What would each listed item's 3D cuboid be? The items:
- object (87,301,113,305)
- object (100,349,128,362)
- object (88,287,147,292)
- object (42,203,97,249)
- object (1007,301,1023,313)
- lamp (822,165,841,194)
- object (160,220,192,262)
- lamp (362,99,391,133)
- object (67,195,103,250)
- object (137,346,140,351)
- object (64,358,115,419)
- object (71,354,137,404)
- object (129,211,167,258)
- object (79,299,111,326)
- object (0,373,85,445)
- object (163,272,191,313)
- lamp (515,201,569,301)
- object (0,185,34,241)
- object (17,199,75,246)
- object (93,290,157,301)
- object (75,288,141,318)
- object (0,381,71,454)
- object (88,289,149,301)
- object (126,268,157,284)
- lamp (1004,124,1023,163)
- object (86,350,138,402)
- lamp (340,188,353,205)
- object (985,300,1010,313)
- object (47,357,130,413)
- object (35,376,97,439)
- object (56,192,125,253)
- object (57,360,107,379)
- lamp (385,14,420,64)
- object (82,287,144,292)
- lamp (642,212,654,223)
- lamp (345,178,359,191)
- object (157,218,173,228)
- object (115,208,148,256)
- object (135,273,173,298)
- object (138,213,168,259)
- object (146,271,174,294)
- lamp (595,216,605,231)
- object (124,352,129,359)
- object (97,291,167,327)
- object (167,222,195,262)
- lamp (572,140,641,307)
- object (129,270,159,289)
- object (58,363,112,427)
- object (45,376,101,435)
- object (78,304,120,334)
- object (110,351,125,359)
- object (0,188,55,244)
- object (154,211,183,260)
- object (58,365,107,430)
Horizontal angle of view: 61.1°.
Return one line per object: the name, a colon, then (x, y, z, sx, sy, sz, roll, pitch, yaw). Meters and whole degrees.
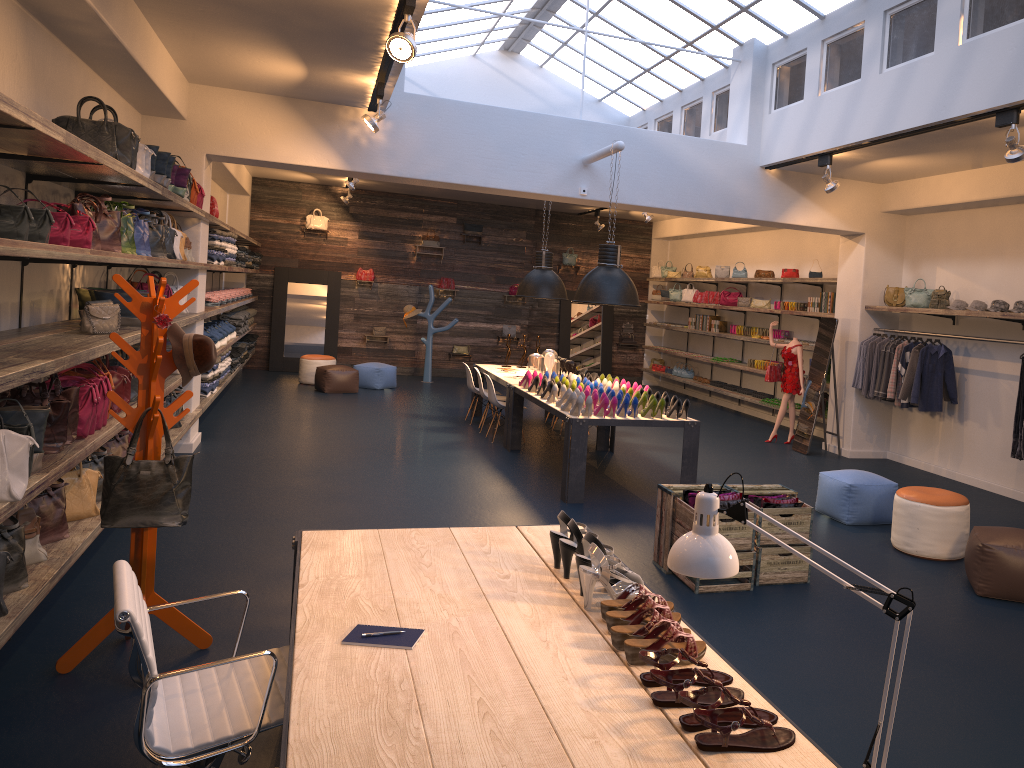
object: (-2.546, -0.423, 5.353, 0.103, 0.175, 0.271, 4, 5, 5)
object: (-2.717, -0.108, 5.916, 0.453, 0.385, 0.181, 2, 3, -25)
object: (-3.057, -0.619, 6.688, 0.451, 0.235, 0.164, 1, 4, -35)
object: (-2.324, -0.817, 4.493, 0.214, 0.242, 0.252, 5, 4, 9)
object: (5.216, -0.788, 8.904, 0.244, 0.136, 0.172, 5, 4, 2)
lamp: (3.385, -2.171, 9.263, 0.234, 0.327, 0.186, 5, 3, 11)
object: (-3.080, -1.291, 7.811, 0.168, 0.366, 0.407, 5, 4, 27)
lamp: (-1.214, -2.358, 7.668, 0.166, 0.327, 0.260, 6, 4, 43)
object: (-2.353, -0.882, 4.751, 0.202, 0.304, 0.349, 3, 4, -27)
object: (-2.804, -0.136, 6.503, 0.314, 0.308, 0.167, 8, 4, 41)
object: (-2.460, 0.028, 4.987, 0.202, 0.361, 0.266, 6, 4, 36)
object: (-2.600, -0.050, 5.451, 0.449, 0.385, 0.182, 3, 3, -20)
object: (-2.639, -1.073, 6.195, 0.200, 0.338, 0.407, 6, 5, 40)
object: (-2.676, -0.459, 5.601, 0.103, 0.175, 0.272, 5, 5, 7)
object: (-2.295, 0.117, 4.235, 0.361, 0.355, 0.154, 3, 3, -19)
object: (-3.170, -0.847, 8.027, 0.180, 0.385, 0.454, 5, 4, 29)
lamp: (0.435, -1.925, 11.216, 0.667, 1.643, 0.734, 5, 2, 20)
object: (-2.392, -0.789, 4.021, 0.317, 0.275, 0.126, 2, 3, -34)
object: (-2.353, -0.801, 4.319, 0.213, 0.242, 0.254, 5, 4, 12)
object: (-2.705, -0.532, 6.093, 0.452, 0.231, 0.164, 0, 5, -43)
object: (-2.949, -0.574, 6.338, 0.451, 0.235, 0.164, 1, 5, -36)
object: (-2.273, 0.145, 4.051, 0.389, 0.338, 0.210, 3, 3, -12)
object: (-2.804, -0.552, 6.234, 0.452, 0.235, 0.164, 0, 5, -40)
object: (-3.110, -0.779, 7.285, 0.125, 0.409, 0.318, 6, 4, 44)
lamp: (3.942, -1.866, 6.775, 0.169, 0.327, 0.257, 6, 3, 29)
object: (-2.650, -0.082, 5.715, 0.447, 0.385, 0.183, 3, 3, -18)
lamp: (-2.901, -3.287, 15.249, 0.226, 0.327, 0.192, 6, 3, 27)
object: (5.149, -0.826, 9.208, 0.244, 0.136, 0.172, 5, 4, 2)
object: (-2.554, -0.017, 5.250, 0.454, 0.385, 0.180, 2, 3, -26)
object: (-2.278, 0.127, 4.435, 0.268, 0.299, 0.333, 5, 4, 13)
object: (-2.382, -0.922, 4.946, 0.200, 0.338, 0.406, 6, 5, 39)
object: (-2.436, 0.041, 4.881, 0.202, 0.361, 0.266, 6, 4, 36)
lamp: (-0.621, -2.055, 5.168, 0.167, 0.314, 0.271, 6, 4, 38)
object: (-2.996, -0.595, 6.504, 0.452, 0.235, 0.164, 0, 5, -40)
lamp: (2.248, -2.801, 14.402, 0.226, 0.327, 0.192, 6, 3, 27)
lamp: (-2.355, -2.986, 12.788, 0.226, 0.327, 0.192, 6, 3, 27)
object: (-3.022, -1.259, 7.551, 0.168, 0.366, 0.407, 5, 4, 27)
object: (-2.567, -1.001, 5.718, 0.182, 0.304, 0.388, 5, 4, 16)
object: (-2.930, -0.719, 7.081, 0.214, 0.361, 0.252, 5, 3, 10)
object: (-2.686, -1.101, 6.429, 0.204, 0.338, 0.399, 6, 4, 26)
object: (-3.175, -0.814, 7.711, 0.184, 0.385, 0.446, 5, 4, 20)
lamp: (1.698, -3.104, 16.881, 0.226, 0.327, 0.192, 6, 3, 27)
object: (-2.938, -0.183, 6.783, 0.101, 0.328, 0.252, 5, 3, 31)
object: (-2.614, -0.511, 5.963, 0.451, 0.231, 0.165, 1, 4, -35)
object: (-3.132, -1.320, 8.047, 0.168, 0.366, 0.407, 5, 4, 27)
lamp: (0.999, -1.615, 8.688, 0.747, 1.643, 0.654, 3, 2, -25)
object: (-3.036, -0.748, 7.168, 0.225, 0.384, 0.256, 4, 3, 6)
object: (-2.358, 0.069, 4.762, 0.239, 0.341, 0.280, 5, 3, 15)
object: (-2.329, 0.119, 4.522, 0.231, 0.297, 0.274, 7, 4, 39)
object: (-2.415, -0.386, 5.100, 0.100, 0.175, 0.279, 5, 5, 17)
object: (-2.889, -0.123, 6.322, 0.314, 0.308, 0.167, 8, 4, 41)
object: (-2.368, -0.802, 4.163, 0.317, 0.275, 0.126, 2, 3, -34)
object: (-2.825, -1.199, 6.982, 0.183, 0.385, 0.449, 5, 4, 23)
object: (-2.334, 0.082, 4.657, 0.239, 0.341, 0.280, 5, 3, 15)
